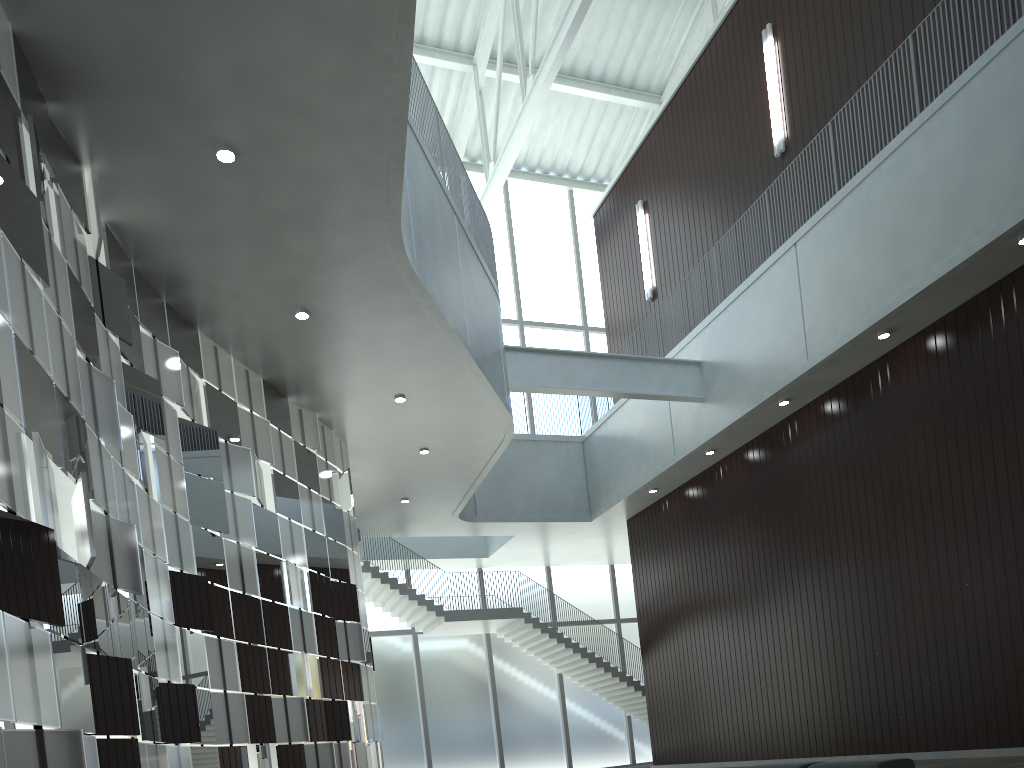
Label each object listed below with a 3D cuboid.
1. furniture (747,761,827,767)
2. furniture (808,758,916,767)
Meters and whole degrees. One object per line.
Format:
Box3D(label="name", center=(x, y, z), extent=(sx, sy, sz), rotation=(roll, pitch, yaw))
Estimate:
Box3D(label="furniture", center=(13.020, 18.491, 37.916), extent=(2.112, 1.004, 4.420), rotation=(1, -24, -20))
Box3D(label="furniture", center=(14.604, 16.355, 33.676), extent=(2.112, 1.004, 4.420), rotation=(1, -24, -20))
